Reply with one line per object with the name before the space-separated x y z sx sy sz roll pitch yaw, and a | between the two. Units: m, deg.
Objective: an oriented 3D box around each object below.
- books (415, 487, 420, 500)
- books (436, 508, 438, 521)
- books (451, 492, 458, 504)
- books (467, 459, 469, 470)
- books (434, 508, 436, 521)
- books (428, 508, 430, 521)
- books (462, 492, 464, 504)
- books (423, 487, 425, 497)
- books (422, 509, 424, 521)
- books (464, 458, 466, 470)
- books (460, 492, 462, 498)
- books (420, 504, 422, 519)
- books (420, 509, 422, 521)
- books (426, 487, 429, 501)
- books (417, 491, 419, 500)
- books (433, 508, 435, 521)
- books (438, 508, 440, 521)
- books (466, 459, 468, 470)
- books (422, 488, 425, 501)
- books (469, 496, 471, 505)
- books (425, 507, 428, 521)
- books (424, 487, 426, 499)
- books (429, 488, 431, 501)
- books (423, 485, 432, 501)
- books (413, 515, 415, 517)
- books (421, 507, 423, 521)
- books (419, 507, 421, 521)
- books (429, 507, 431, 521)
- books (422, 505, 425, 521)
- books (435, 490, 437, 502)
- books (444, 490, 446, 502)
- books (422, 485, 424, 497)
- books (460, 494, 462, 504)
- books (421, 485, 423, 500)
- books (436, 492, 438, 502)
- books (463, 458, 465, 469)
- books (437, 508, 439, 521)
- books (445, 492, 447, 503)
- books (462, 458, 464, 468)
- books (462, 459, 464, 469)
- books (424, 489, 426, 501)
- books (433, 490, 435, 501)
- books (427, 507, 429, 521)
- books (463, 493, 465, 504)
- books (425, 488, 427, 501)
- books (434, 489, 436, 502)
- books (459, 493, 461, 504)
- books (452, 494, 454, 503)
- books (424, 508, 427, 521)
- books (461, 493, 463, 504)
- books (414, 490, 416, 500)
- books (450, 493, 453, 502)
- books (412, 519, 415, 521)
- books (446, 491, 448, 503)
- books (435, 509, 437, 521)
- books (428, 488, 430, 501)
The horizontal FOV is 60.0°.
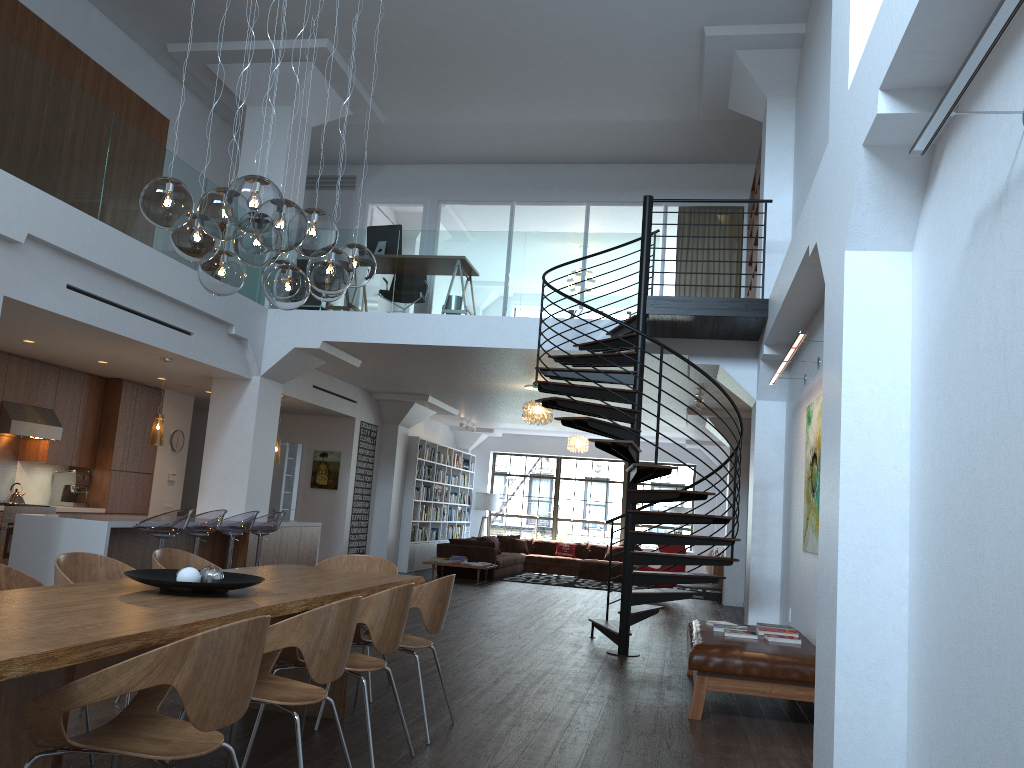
books | -1.766 2.006 16.247 0.140 0.231 0.042 3 -8 11
books | -1.554 2.562 17.452 0.183 0.253 0.034 3 -8 11
books | -1.241 2.439 18.973 0.140 0.231 0.042 3 -8 11
books | -1.070 1.795 19.766 0.183 0.253 0.042 3 -8 11
books | -1.586 2.537 17.296 0.183 0.253 0.034 3 -8 11
books | -1.663 2.481 16.938 0.160 0.250 0.026 3 -8 11
books | -1.164 2.503 19.470 0.180 0.259 0.042 3 -8 11
books | -1.716 2.048 16.565 0.170 0.245 0.057 3 -8 11
books | -1.739 2.434 16.559 0.161 0.223 0.027 3 -8 11
books | -1.123 1.755 19.513 0.183 0.253 0.042 3 -8 11
books | -1.191 2.483 19.322 0.183 0.253 0.042 3 -8 11
books | -1.751 2.371 16.387 0.140 0.298 0.044 3 -8 11
books | -1.752 2.422 16.427 0.144 0.207 0.048 3 -8 11
books | -1.674 2.075 16.756 0.182 0.253 0.034 3 -8 11
books | -1.763 2.032 16.181 0.106 0.162 0.032 3 -8 11
books | -1.596 2.532 17.265 0.183 0.253 0.034 3 -8 11
books | -1.534 2.589 17.631 0.183 0.253 0.034 3 -8 11
books | -1.078 1.789 19.724 0.183 0.253 0.042 3 -8 11
books | -1.722 2.043 16.514 0.174 0.239 0.045 3 -8 11
books | -1.032 2.626 20.096 0.182 0.215 0.188 3 -8 11
books | -1.690 2.458 16.803 0.183 0.253 0.034 3 -8 11
books | -1.709 2.052 16.606 0.159 0.250 0.026 3 -8 11
books | -1.636 2.102 16.923 0.182 0.253 0.034 3 -8 11
books | -1.633 2.093 16.989 0.176 0.294 0.102 3 -8 11
books | -1.871 2.374 16.019 0.174 0.032 0.254 3 -8 6
books | -1.746 2.416 16.519 0.171 0.246 0.057 3 -8 11
books | -1.780 2.387 16.338 0.189 0.247 0.057 3 -8 11
books | -1.655 2.484 16.966 0.183 0.253 0.034 3 -8 11
books | -1.732 2.407 16.603 0.176 0.290 0.053 3 -8 11
books | -1.562 2.180 17.321 0.161 0.223 0.032 3 -8 11
books | -1.433 2.275 18.008 0.174 0.251 0.051 3 -8 11
books | -1.740 2.007 16.444 0.176 0.290 0.053 3 -8 11
books | -1.185 2.492 19.281 0.161 0.223 0.032 3 -8 11
books | -1.756 2.000 16.385 0.197 0.283 0.065 3 -8 11
books | -1.536 2.213 17.474 0.161 0.207 0.135 3 -8 11
books | -1.131 1.748 19.471 0.183 0.253 0.042 3 -8 11
books | -1.546 2.572 17.535 0.180 0.259 0.060 3 -8 11
books | -1.417 2.301 18.074 0.161 0.223 0.030 3 -8 11
books | -1.146 1.741 19.429 0.183 0.253 0.042 3 -8 11
books | -1.136 1.745 19.350 0.161 0.223 0.032 3 -8 11
books | -1.697 2.070 16.627 0.161 0.223 0.027 3 -8 11
books | -1.589 2.161 17.207 0.161 0.223 0.032 3 -8 11
books | -1.680 2.463 16.834 0.183 0.253 0.034 3 -8 11
books | -1.142 2.520 19.553 0.183 0.253 0.042 3 -8 11
books | -1.696 2.075 16.688 0.167 0.230 0.037 3 -8 11
books | -1.580 2.160 17.250 0.174 0.240 0.054 3 -8 11
books | -1.203 2.472 19.210 0.174 0.240 0.054 3 -8 11
books | -1.301 2.409 18.650 0.139 0.191 0.036 3 -8 11
books | -1.704 2.449 16.722 0.171 0.246 0.057 3 -8 11
books | -1.174 2.498 19.392 0.171 0.246 0.039 3 -8 11
books | -1.806 1.997 16.015 0.128 0.178 0.022 3 -8 11
books | -1.313 2.395 18.613 0.140 0.206 0.042 3 -8 11
books | -1.873 2.441 16.013 0.197 0.035 0.284 4 -8 1
books | -1.408 2.305 18.178 0.171 0.246 0.036 3 -8 11
books | -1.573 2.562 17.416 0.174 0.240 0.045 3 -8 11
books | -1.654 2.097 16.852 0.174 0.239 0.045 3 -8 11
